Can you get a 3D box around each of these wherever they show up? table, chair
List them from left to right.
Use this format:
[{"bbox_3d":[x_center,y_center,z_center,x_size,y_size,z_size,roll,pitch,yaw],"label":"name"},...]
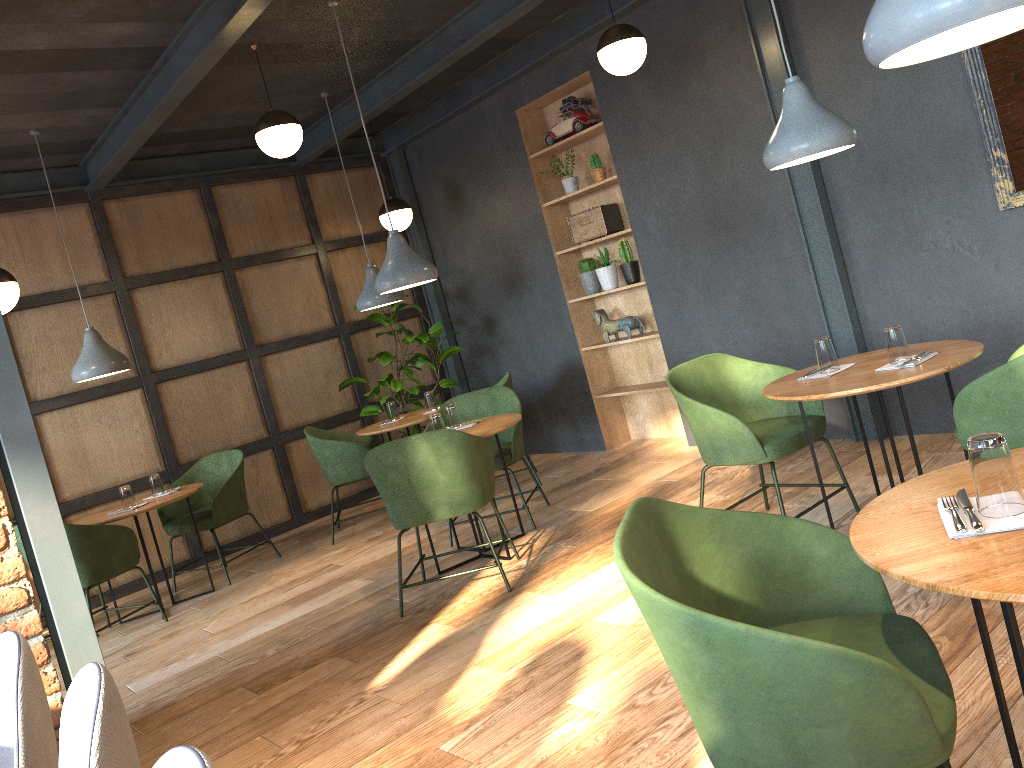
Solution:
[{"bbox_3d":[-1.114,1.014,1.754,0.511,0.886,0.416,-18,4,-42],"label":"chair"},{"bbox_3d":[-0.754,0.952,1.348,0.511,0.886,0.416,-17,3,-31],"label":"chair"},{"bbox_3d":[-2.488,1.119,5.164,0.635,0.817,0.518,-14,3,27],"label":"chair"},{"bbox_3d":[-0.424,0.904,0.883,0.511,0.886,0.416,-17,3,-32],"label":"chair"},{"bbox_3d":[-2.271,1.089,5.612,0.807,0.686,0.810,-15,4,2],"label":"table"},{"bbox_3d":[-2.065,0.922,6.092,0.635,0.817,0.518,-14,3,27],"label":"chair"},{"bbox_3d":[-1.143,0.641,6.426,0.515,0.817,0.639,-16,3,-6],"label":"chair"},{"bbox_3d":[-0.651,0.573,6.454,0.813,0.686,0.804,-18,5,-37],"label":"table"},{"bbox_3d":[-0.345,0.608,4.367,0.637,0.817,0.517,-15,3,7],"label":"chair"},{"bbox_3d":[-0.248,0.606,4.855,0.806,0.686,0.810,-15,4,4],"label":"table"},{"bbox_3d":[-0.170,0.470,5.380,0.637,0.817,0.517,-15,3,12],"label":"chair"},{"bbox_3d":[-0.149,0.367,6.472,0.515,0.817,0.640,-15,3,-1],"label":"chair"},{"bbox_3d":[1.082,0.260,3.911,0.643,0.817,0.512,-18,4,-38],"label":"chair"},{"bbox_3d":[0.556,0.601,1.690,0.513,0.817,0.642,-14,3,17],"label":"chair"},{"bbox_3d":[1.464,0.267,3.431,0.805,0.686,0.811,-14,4,11],"label":"table"},{"bbox_3d":[1.844,0.130,3.045,0.643,0.817,0.512,-18,4,-43],"label":"chair"},{"bbox_3d":[1.101,0.532,1.564,0.808,0.686,0.808,-16,4,-7],"label":"table"}]

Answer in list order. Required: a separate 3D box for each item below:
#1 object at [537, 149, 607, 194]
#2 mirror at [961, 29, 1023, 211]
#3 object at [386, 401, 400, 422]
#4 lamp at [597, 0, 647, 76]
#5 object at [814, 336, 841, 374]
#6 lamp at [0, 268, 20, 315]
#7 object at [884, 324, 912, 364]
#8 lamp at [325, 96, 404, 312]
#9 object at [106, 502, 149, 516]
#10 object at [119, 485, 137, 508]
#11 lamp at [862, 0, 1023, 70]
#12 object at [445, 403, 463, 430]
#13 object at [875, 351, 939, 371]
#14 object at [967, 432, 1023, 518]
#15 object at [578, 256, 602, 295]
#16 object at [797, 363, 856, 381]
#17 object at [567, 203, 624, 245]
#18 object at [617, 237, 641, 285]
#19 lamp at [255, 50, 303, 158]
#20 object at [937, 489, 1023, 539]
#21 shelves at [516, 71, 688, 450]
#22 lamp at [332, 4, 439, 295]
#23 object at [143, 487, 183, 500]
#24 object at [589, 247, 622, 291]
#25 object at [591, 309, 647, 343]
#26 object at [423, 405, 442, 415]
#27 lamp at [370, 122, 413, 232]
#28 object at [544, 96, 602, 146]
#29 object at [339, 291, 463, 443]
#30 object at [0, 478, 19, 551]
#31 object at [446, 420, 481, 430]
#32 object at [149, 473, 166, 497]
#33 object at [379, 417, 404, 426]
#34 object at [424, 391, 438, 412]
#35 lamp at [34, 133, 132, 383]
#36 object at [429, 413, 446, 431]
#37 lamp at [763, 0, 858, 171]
[{"bbox_3d":[0.447,-1.587,6.565,0.534,0.328,0.175,-13,4,31],"label":"object"},{"bbox_3d":[2.454,-1.397,3.946,0.061,1.084,0.765,-17,4,-38],"label":"mirror"},{"bbox_3d":[-0.872,0.198,6.464,0.080,0.138,0.081,-14,3,30],"label":"object"},{"bbox_3d":[0.136,-3.514,4.752,0.267,3.787,0.270,-14,2,24],"label":"lamp"},{"bbox_3d":[1.251,-0.118,3.530,0.080,0.138,0.080,-14,3,14],"label":"object"},{"bbox_3d":[-3.225,-2.186,4.625,0.268,3.787,0.269,-15,2,5],"label":"lamp"},{"bbox_3d":[1.439,-0.150,3.315,0.080,0.138,0.080,-14,3,14],"label":"object"},{"bbox_3d":[-1.533,-2.726,6.332,0.353,4.482,0.353,-15,2,-2],"label":"lamp"},{"bbox_3d":[-2.370,0.765,5.439,0.242,0.019,0.158,-14,5,18],"label":"object"},{"bbox_3d":[-2.370,0.695,5.455,0.080,0.138,0.081,-13,3,31],"label":"object"},{"bbox_3d":[0.217,-2.767,1.452,0.353,4.482,0.353,-15,2,-2],"label":"lamp"},{"bbox_3d":[-0.331,0.183,4.977,0.080,0.138,0.080,-15,3,0],"label":"object"},{"bbox_3d":[1.461,-0.086,3.292,0.244,0.019,0.157,-19,6,-39],"label":"object"},{"bbox_3d":[0.863,0.160,1.586,0.080,0.138,0.081,-13,4,34],"label":"object"},{"bbox_3d":[0.593,-0.830,6.746,0.189,0.295,0.174,-14,3,26],"label":"object"},{"bbox_3d":[1.270,-0.058,3.564,0.244,0.019,0.157,-19,6,-39],"label":"object"},{"bbox_3d":[0.618,-1.192,6.591,0.200,0.241,0.339,-18,5,-43],"label":"object"},{"bbox_3d":[0.833,-0.889,6.366,0.144,0.349,0.143,-16,3,-21],"label":"object"},{"bbox_3d":[-1.804,-3.133,5.031,0.267,3.787,0.270,-14,3,32],"label":"lamp"},{"bbox_3d":[0.866,0.225,1.617,0.157,0.019,0.244,-13,5,21],"label":"object"},{"bbox_3d":[0.741,-0.857,6.573,0.286,2.701,0.832,-17,3,-38],"label":"shelves"},{"bbox_3d":[-1.149,-2.686,4.709,0.353,4.482,0.353,-15,2,-2],"label":"lamp"},{"bbox_3d":[-2.258,0.707,5.751,0.242,0.019,0.158,-14,5,18],"label":"object"},{"bbox_3d":[0.690,-0.857,6.554,0.215,0.329,0.231,-17,4,-32],"label":"object"},{"bbox_3d":[0.790,-0.456,6.601,0.151,0.257,0.519,-18,5,-38],"label":"object"},{"bbox_3d":[-0.557,0.184,6.424,0.157,0.019,0.244,-15,5,7],"label":"object"},{"bbox_3d":[-1.399,-3.056,7.072,0.268,3.787,0.269,-15,2,5],"label":"lamp"},{"bbox_3d":[0.426,-1.947,6.512,0.205,0.284,0.514,-18,5,-38],"label":"object"},{"bbox_3d":[-0.810,-0.029,7.257,1.063,1.791,0.719,-17,3,-27],"label":"object"},{"bbox_3d":[-3.383,0.899,5.111,0.910,1.719,0.984,-14,3,18],"label":"object"},{"bbox_3d":[-0.288,0.238,4.996,0.242,0.019,0.158,-14,5,17],"label":"object"},{"bbox_3d":[-2.302,0.652,5.733,0.080,0.138,0.081,-13,3,31],"label":"object"},{"bbox_3d":[-0.876,0.266,6.481,0.157,0.019,0.244,-15,5,7],"label":"object"},{"bbox_3d":[-0.595,0.124,6.445,0.080,0.138,0.080,-17,3,-30],"label":"object"},{"bbox_3d":[-3.151,-2.209,5.467,0.353,4.482,0.353,-15,2,-2],"label":"lamp"},{"bbox_3d":[-0.393,0.225,4.697,0.080,0.138,0.080,-15,3,0],"label":"object"},{"bbox_3d":[0.562,-3.026,3.306,0.353,4.482,0.353,-15,2,-2],"label":"lamp"}]
